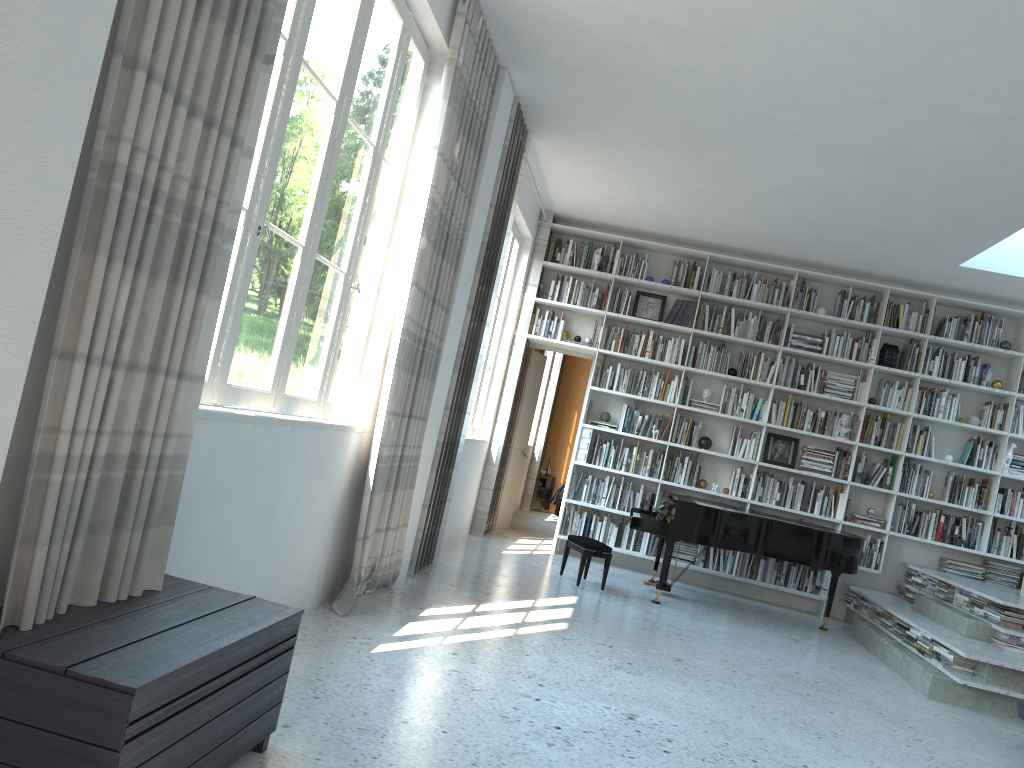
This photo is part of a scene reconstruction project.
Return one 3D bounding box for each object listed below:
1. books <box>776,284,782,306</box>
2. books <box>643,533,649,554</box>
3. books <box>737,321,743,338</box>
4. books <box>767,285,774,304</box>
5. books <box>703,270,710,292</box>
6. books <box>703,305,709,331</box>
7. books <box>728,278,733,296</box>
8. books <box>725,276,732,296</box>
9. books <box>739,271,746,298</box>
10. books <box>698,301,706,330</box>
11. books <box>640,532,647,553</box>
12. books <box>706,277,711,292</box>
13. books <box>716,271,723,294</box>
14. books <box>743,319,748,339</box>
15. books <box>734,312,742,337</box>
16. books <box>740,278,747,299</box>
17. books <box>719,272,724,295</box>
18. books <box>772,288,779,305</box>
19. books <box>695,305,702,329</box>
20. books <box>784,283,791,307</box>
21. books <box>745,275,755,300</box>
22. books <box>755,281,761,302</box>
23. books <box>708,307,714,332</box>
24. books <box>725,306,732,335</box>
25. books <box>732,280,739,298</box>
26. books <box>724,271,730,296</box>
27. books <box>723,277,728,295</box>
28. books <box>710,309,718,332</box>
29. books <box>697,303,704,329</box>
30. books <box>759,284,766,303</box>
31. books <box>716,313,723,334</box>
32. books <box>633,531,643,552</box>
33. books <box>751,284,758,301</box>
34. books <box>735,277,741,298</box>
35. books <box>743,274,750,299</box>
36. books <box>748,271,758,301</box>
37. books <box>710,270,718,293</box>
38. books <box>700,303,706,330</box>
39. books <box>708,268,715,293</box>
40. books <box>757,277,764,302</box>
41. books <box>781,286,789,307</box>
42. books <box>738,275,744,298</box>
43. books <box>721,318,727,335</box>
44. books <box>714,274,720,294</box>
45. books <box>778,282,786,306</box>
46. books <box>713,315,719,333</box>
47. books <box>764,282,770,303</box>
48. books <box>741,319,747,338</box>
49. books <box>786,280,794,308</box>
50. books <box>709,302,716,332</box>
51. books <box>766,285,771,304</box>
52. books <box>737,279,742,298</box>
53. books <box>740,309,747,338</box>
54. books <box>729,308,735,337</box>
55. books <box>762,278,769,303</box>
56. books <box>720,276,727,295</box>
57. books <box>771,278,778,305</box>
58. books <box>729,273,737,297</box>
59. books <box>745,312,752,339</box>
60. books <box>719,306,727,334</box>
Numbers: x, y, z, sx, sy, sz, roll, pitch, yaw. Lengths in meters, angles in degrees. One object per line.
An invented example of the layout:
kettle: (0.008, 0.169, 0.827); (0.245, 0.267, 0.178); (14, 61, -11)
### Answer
books: (2.559, -0.832, 8.547); (0.026, 0.237, 0.149); (12, -2, 8)
books: (1.287, 1.510, 8.523); (0.017, 0.233, 0.212); (12, -3, 8)
books: (2.191, -0.506, 8.570); (0.028, 0.180, 0.168); (12, -3, 8)
books: (2.475, -0.832, 8.536); (0.026, 0.200, 0.187); (12, -3, 8)
books: (1.885, -0.976, 8.639); (0.029, 0.237, 0.156); (12, -2, 8)
books: (1.888, -0.619, 8.625); (0.067, 0.274, 0.168); (12, -2, 8)
books: (2.112, -0.916, 8.626); (0.012, 0.216, 0.150); (12, -2, 8)
books: (2.097, -0.928, 8.637); (0.025, 0.234, 0.129); (12, -2, 8)
books: (2.222, -0.936, 8.594); (0.010, 0.298, 0.151); (12, -2, 8)
books: (1.845, -0.645, 8.649); (0.014, 0.309, 0.130); (12, -2, 8)
books: (1.276, 1.488, 8.569); (0.027, 0.276, 0.143); (12, -2, 8)
books: (1.907, -0.943, 8.649); (0.024, 0.183, 0.133); (12, -2, 8)
books: (2.009, -0.957, 8.626); (0.023, 0.251, 0.170); (12, -2, 8)
books: (2.247, -0.509, 8.562); (0.010, 0.208, 0.173); (12, -3, 8)
books: (2.175, -0.553, 8.582); (0.027, 0.265, 0.168); (12, -2, 8)
books: (2.236, -0.900, 8.602); (0.029, 0.235, 0.130); (12, -2, 8)
books: (2.026, -0.953, 8.619); (0.012, 0.249, 0.174); (12, -2, 8)
books: (2.524, -0.813, 8.540); (0.031, 0.184, 0.177); (12, -3, 8)
books: (1.804, -0.629, 8.617); (0.023, 0.256, 0.175); (12, -2, 8)
books: (2.634, -0.831, 8.532); (0.014, 0.267, 0.171); (12, -2, 8)
books: (2.289, -0.908, 8.578); (0.052, 0.272, 0.172); (12, -2, 8)
books: (2.368, -0.872, 8.579); (0.026, 0.235, 0.134); (12, -2, 8)
books: (1.923, -0.605, 8.612); (0.011, 0.260, 0.157); (12, -2, 8)
books: (2.089, -0.596, 8.607); (0.013, 0.315, 0.135); (12, -2, 8)
books: (2.157, -0.899, 8.609); (0.030, 0.201, 0.152); (12, -2, 8)
books: (2.080, -0.948, 8.614); (0.010, 0.264, 0.160); (12, -2, 8)
books: (2.062, -0.923, 8.613); (0.014, 0.207, 0.166); (12, -3, 8)
books: (1.951, -0.590, 8.600); (0.031, 0.241, 0.181); (12, -2, 8)
books: (1.826, -0.637, 8.630); (0.013, 0.283, 0.159); (12, -2, 8)
books: (2.407, -0.852, 8.582); (0.029, 0.213, 0.141); (12, -2, 8)
books: (2.001, -0.567, 8.598); (0.029, 0.218, 0.158); (12, -2, 8)
books: (1.228, 1.488, 8.574); (0.065, 0.256, 0.156); (12, -2, 8)
books: (2.334, -0.856, 8.574); (0.031, 0.190, 0.181); (12, -3, 8)
books: (2.181, -0.911, 8.603); (0.013, 0.234, 0.155); (12, -2, 8)
books: (2.259, -0.916, 8.585); (0.013, 0.276, 0.164); (12, -2, 8)
books: (2.327, -0.921, 8.587); (0.014, 0.315, 0.166); (12, -2, 8)
books: (1.961, -0.969, 8.634); (0.031, 0.254, 0.145); (12, -2, 8)
books: (1.851, -0.634, 8.624); (0.010, 0.287, 0.148); (12, -2, 8)
books: (1.940, -0.984, 8.658); (0.021, 0.279, 0.141); (12, -2, 8)
books: (2.391, -0.884, 8.578); (0.014, 0.269, 0.156); (12, -2, 8)
books: (2.609, -0.816, 8.526); (0.026, 0.225, 0.172); (12, -2, 8)
books: (2.206, -0.915, 8.593); (0.013, 0.251, 0.183); (12, -2, 8)
books: (2.051, -0.536, 8.600); (0.034, 0.180, 0.160); (12, -3, 8)
books: (1.983, -0.947, 8.626); (0.023, 0.220, 0.181); (12, -3, 8)
books: (2.589, -0.837, 8.551); (0.029, 0.261, 0.151); (12, -2, 8)
books: (1.975, -0.563, 8.609); (0.024, 0.201, 0.153); (12, -2, 8)
books: (2.444, -0.852, 8.557); (0.021, 0.228, 0.161); (12, -2, 8)
books: (2.234, -0.512, 8.591); (0.024, 0.212, 0.128); (12, -2, 8)
books: (2.655, -0.838, 8.525); (0.026, 0.288, 0.176); (12, -2, 8)
books: (1.938, -0.630, 8.603); (0.012, 0.315, 0.171); (12, -2, 8)
books: (2.457, -0.839, 8.542); (0.013, 0.207, 0.178); (12, -3, 8)
books: (2.190, -0.900, 8.593); (0.011, 0.215, 0.160); (12, -2, 8)
books: (2.224, -0.565, 8.570); (0.012, 0.307, 0.145); (12, -2, 8)
books: (2.125, -0.575, 8.575); (0.075, 0.285, 0.178); (12, -2, 8)
books: (2.430, -0.875, 8.553); (0.014, 0.266, 0.192); (12, -2, 8)
books: (2.039, -0.929, 8.603); (0.029, 0.208, 0.178); (12, -3, 8)
books: (2.515, -0.866, 8.551); (0.013, 0.285, 0.160); (12, -2, 8)
books: (2.137, -0.937, 8.623); (0.028, 0.268, 0.151); (12, -2, 8)
books: (2.274, -0.542, 8.574); (0.026, 0.286, 0.137); (12, -2, 8)
books: (2.034, -0.598, 8.596); (0.023, 0.293, 0.156); (12, -2, 8)
